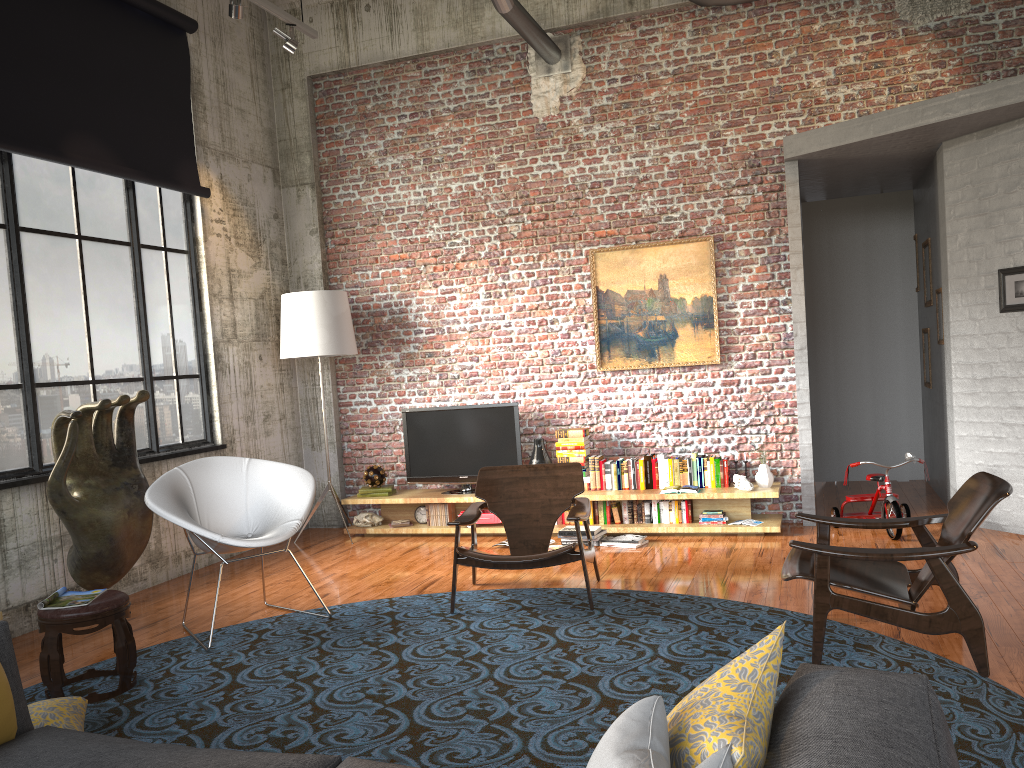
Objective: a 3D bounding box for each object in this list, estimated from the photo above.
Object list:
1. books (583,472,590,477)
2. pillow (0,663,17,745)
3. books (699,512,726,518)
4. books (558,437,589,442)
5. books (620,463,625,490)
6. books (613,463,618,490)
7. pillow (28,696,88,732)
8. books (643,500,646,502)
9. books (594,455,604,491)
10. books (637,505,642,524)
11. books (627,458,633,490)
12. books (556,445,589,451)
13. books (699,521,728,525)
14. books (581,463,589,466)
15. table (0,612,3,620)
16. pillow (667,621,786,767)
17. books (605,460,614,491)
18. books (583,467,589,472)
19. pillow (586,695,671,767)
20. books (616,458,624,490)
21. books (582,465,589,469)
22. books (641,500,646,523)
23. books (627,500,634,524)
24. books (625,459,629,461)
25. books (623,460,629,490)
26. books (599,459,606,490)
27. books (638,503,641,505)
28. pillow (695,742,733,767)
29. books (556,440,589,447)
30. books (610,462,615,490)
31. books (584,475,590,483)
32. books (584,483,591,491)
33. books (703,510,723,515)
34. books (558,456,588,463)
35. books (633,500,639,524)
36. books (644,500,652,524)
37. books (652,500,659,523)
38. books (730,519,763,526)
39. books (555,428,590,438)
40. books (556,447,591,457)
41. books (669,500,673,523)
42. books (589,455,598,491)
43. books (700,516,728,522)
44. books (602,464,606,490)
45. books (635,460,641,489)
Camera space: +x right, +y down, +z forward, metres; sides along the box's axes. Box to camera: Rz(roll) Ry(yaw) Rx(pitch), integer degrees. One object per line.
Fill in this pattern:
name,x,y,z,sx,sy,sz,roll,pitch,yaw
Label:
books,0.546,0.782,7.757,0.240,0.045,0.174,-3,2,19
pillow,-1.477,0.862,2.426,0.168,0.319,0.434,-4,2,-7
books,1.639,1.069,7.236,0.192,0.024,0.131,-3,2,24
books,0.536,0.479,7.736,0.231,0.037,0.168,-3,2,19
books,0.965,0.784,7.596,0.027,0.224,0.161,-3,3,19
books,0.904,0.788,7.603,0.026,0.224,0.161,-3,3,19
pillow,-1.974,1.463,3.711,0.480,0.248,0.503,-4,2,-15
books,1.118,1.074,7.464,0.026,0.176,0.118,-3,3,19
books,0.761,0.766,7.674,0.040,0.285,0.197,-3,3,19
books,1.083,1.089,7.463,0.036,0.156,0.108,-3,3,19
books,1.023,0.767,7.576,0.032,0.251,0.159,-3,3,19
books,0.531,0.549,7.735,0.253,0.034,0.182,-3,2,19
books,1.645,1.119,7.236,0.214,0.026,0.148,-3,2,19
books,0.542,0.696,7.739,0.223,0.026,0.161,-3,2,19
table,-3.101,1.440,4.454,0.475,0.359,0.873,-3,2,19
pillow,0.379,0.733,1.702,0.260,0.447,0.535,-3,3,26
books,0.846,0.783,7.627,0.045,0.240,0.174,-3,3,19
books,0.547,0.747,7.745,0.251,0.026,0.159,-3,2,19
pillow,0.192,0.734,1.535,0.171,0.315,0.364,-4,2,9
books,0.936,0.771,7.606,0.034,0.254,0.183,-3,3,19
books,0.545,0.721,7.744,0.223,0.027,0.161,-3,2,19
books,1.117,1.074,7.463,0.028,0.182,0.120,-3,3,19
books,1.016,1.078,7.494,0.043,0.187,0.142,-3,3,19
books,0.992,0.769,7.582,0.031,0.240,0.164,-3,3,19
books,0.992,0.771,7.584,0.032,0.247,0.171,-3,3,19
books,0.791,0.781,7.656,0.026,0.251,0.159,-3,3,19
books,1.083,1.089,7.463,0.032,0.151,0.104,-3,3,19
pillow,0.250,0.755,1.345,0.168,0.319,0.433,-3,2,18
books,0.528,0.515,7.729,0.253,0.034,0.182,-3,2,19
books,0.882,0.789,7.620,0.027,0.224,0.161,-3,3,19
books,0.558,0.831,7.754,0.291,0.053,0.176,-3,2,19
books,0.564,0.889,7.766,0.284,0.066,0.197,-3,2,19
books,1.640,1.048,7.233,0.154,0.019,0.108,-3,2,19
books,0.541,0.654,7.742,0.246,0.057,0.171,-3,2,19
books,1.047,1.057,7.468,0.033,0.225,0.105,-3,3,19
books,1.149,1.070,7.449,0.043,0.186,0.129,-3,3,19
books,1.208,1.050,7.430,0.040,0.219,0.133,-3,3,19
books,1.880,1.109,7.121,0.230,0.023,0.168,-3,2,39
books,0.532,0.427,7.740,0.260,0.066,0.197,-3,2,19
books,0.538,0.596,7.740,0.259,0.060,0.180,-3,2,19
books,1.333,1.065,7.388,0.028,0.174,0.126,-3,3,19
books,0.716,0.766,7.672,0.044,0.291,0.176,-3,3,19
books,1.643,1.094,7.234,0.214,0.025,0.149,-4,1,4
books,0.813,0.794,7.640,0.026,0.224,0.161,-3,3,19
books,1.094,0.772,7.567,0.037,0.231,0.168,-3,3,19
